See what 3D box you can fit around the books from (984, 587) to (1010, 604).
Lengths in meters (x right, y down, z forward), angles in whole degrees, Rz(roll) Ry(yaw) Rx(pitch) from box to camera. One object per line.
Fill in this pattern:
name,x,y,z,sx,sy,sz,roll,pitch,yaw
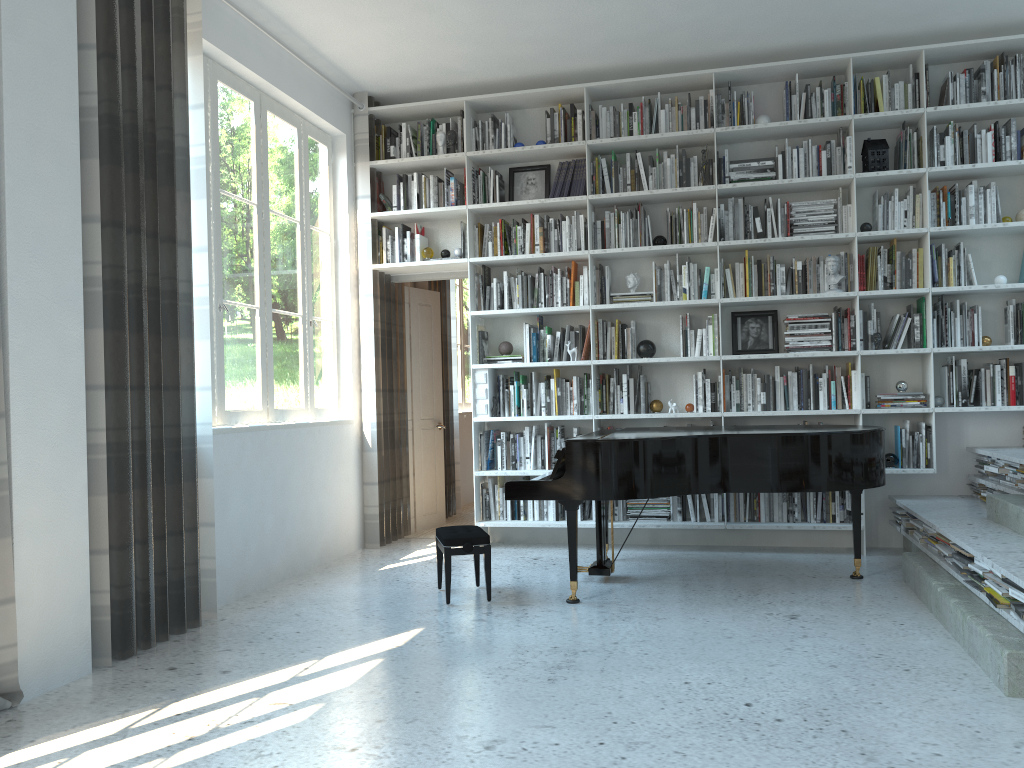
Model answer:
books,1.973,0.826,3.450,0.191,0.006,0.275,-2,-1,16

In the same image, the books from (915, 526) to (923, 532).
books,2.350,0.801,4.941,0.171,0.020,0.193,-2,-1,18

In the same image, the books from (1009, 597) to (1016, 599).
books,1.995,0.809,3.445,0.154,0.014,0.196,-2,-1,14

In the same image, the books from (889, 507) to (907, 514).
books,2.483,0.789,5.528,0.191,0.013,0.243,-2,-1,10

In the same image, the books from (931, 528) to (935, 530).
books,2.276,0.744,4.639,0.174,0.011,0.227,-2,-1,13

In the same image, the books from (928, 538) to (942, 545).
books,2.285,0.827,4.637,0.165,0.012,0.205,-2,-1,14

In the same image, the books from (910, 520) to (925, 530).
books,2.346,0.784,4.942,0.180,0.015,0.294,-2,-1,12

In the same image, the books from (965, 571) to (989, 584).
books,2.047,0.816,3.742,0.189,0.013,0.215,-2,-1,12

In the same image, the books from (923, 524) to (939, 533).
books,2.274,0.757,4.639,0.171,0.015,0.253,-2,-1,11

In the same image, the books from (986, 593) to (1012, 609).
books,1.970,0.846,3.451,0.191,0.016,0.209,-2,-1,19

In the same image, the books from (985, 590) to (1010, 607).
books,1.980,0.833,3.449,0.178,0.009,0.276,-2,-1,12

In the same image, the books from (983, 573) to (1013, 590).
books,1.976,0.771,3.449,0.168,0.013,0.281,-2,-1,9

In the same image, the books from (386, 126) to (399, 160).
books,-0.866,-1.716,6.461,0.025,0.269,0.177,-2,-1,14

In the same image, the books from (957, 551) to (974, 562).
books,2.138,0.779,4.034,0.142,0.017,0.239,-2,-1,10

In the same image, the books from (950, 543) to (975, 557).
books,2.125,0.756,4.038,0.170,0.014,0.281,-2,-1,11

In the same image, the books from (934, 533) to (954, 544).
books,2.195,0.756,4.339,0.179,0.012,0.249,-2,-1,11

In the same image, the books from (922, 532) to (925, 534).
books,2.367,0.826,4.937,0.149,0.007,0.300,-2,-1,14

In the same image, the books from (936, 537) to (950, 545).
books,2.199,0.769,4.338,0.165,0.014,0.235,-2,-1,9

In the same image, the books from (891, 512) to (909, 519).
books,2.490,0.823,5.526,0.177,0.012,0.278,-2,-1,10

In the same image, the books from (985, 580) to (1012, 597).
books,1.975,0.796,3.450,0.191,0.015,0.246,-2,-1,15

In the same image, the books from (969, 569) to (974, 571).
books,2.135,0.828,4.035,0.147,0.008,0.290,-2,-1,10

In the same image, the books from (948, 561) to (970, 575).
books,2.117,0.837,4.040,0.189,0.009,0.291,-2,-1,17

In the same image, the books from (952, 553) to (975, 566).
books,2.127,0.800,4.037,0.160,0.025,0.244,-2,-1,9

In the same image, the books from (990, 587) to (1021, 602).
books,1.988,0.819,3.447,0.170,0.006,0.268,-2,-1,14

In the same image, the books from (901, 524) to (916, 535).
books,2.424,0.860,5.240,0.189,0.030,0.237,-2,-1,14

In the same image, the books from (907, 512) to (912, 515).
books,2.440,0.775,5.236,0.126,0.005,0.290,-2,-1,9

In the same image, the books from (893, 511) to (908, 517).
books,2.492,0.813,5.526,0.188,0.009,0.211,-2,-1,13

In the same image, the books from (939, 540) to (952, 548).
books,2.207,0.780,4.336,0.169,0.009,0.241,-2,-1,14

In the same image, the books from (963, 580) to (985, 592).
books,2.042,0.855,3.743,0.193,0.005,0.225,-2,-1,10

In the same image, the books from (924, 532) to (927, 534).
books,2.366,0.817,4.937,0.147,0.012,0.206,-2,-1,15

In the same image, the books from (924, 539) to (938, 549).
books,2.280,0.839,4.638,0.159,0.012,0.292,-2,-1,11

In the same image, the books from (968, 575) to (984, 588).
books,2.058,0.841,3.739,0.171,0.005,0.297,-2,-1,13

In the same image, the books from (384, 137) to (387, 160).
books,-0.888,-1.678,6.472,0.024,0.195,0.167,-2,-1,14

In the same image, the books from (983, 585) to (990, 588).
books,2.059,0.834,3.739,0.159,0.009,0.275,-2,-1,17

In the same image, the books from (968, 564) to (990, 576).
books,2.050,0.784,3.741,0.180,0.017,0.182,-2,-1,11

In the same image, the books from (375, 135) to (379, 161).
books,-0.967,-1.688,6.486,0.014,0.219,0.188,-2,-1,14

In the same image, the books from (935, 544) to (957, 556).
books,2.199,0.813,4.338,0.182,0.013,0.287,-2,-1,15

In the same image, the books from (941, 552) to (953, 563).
books,2.203,0.851,4.338,0.161,0.008,0.254,-2,-1,19

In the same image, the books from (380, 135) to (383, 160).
books,-0.923,-1.691,6.487,0.023,0.223,0.151,-2,-1,14

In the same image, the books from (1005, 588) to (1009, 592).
books,1.987,0.786,3.447,0.150,0.004,0.290,-2,-1,18

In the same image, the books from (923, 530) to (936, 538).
books,2.273,0.785,4.639,0.169,0.009,0.241,-2,-1,10

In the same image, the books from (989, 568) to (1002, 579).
books,1.974,0.737,3.450,0.178,0.010,0.196,-2,-1,19

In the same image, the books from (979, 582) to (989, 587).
books,2.053,0.826,3.741,0.180,0.008,0.267,-2,-1,13

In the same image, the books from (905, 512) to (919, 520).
books,2.431,0.782,5.239,0.160,0.009,0.291,-2,-1,16

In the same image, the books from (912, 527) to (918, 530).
books,2.435,0.839,5.238,0.147,0.012,0.206,-2,-1,9

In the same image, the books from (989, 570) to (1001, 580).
books,1.983,0.753,3.447,0.175,0.006,0.251,-2,-1,14

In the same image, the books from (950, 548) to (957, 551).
books,2.211,0.789,4.335,0.155,0.009,0.297,-2,-1,15

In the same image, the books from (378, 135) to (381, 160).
books,-0.944,-1.693,6.502,0.024,0.228,0.130,-2,-1,14

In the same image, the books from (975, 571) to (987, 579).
books,2.052,0.796,3.741,0.171,0.007,0.260,-2,-1,17

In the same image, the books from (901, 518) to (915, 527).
books,2.415,0.820,5.243,0.191,0.028,0.212,-2,-1,18

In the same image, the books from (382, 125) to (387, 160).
books,-0.908,-1.723,6.474,0.014,0.286,0.175,-2,-1,14

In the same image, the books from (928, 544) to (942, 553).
books,2.285,0.860,4.637,0.157,0.014,0.180,-2,-1,11

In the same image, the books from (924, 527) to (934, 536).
books,2.267,0.773,4.641,0.182,0.016,0.199,-2,-1,19

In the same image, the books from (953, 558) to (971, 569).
books,2.126,0.819,4.037,0.177,0.011,0.220,-2,-1,16

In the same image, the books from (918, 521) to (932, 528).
books,2.261,0.736,4.642,0.193,0.005,0.225,-2,-1,10

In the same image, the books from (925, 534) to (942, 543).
books,2.279,0.807,4.638,0.159,0.011,0.246,-2,-1,10

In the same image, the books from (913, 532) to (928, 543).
books,2.348,0.858,4.942,0.177,0.026,0.230,-2,-1,17

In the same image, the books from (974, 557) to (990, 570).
books,2.063,0.761,3.738,0.141,0.028,0.222,-2,-1,9

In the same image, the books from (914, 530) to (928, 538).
books,2.354,0.837,4.940,0.172,0.014,0.221,-2,-1,15
